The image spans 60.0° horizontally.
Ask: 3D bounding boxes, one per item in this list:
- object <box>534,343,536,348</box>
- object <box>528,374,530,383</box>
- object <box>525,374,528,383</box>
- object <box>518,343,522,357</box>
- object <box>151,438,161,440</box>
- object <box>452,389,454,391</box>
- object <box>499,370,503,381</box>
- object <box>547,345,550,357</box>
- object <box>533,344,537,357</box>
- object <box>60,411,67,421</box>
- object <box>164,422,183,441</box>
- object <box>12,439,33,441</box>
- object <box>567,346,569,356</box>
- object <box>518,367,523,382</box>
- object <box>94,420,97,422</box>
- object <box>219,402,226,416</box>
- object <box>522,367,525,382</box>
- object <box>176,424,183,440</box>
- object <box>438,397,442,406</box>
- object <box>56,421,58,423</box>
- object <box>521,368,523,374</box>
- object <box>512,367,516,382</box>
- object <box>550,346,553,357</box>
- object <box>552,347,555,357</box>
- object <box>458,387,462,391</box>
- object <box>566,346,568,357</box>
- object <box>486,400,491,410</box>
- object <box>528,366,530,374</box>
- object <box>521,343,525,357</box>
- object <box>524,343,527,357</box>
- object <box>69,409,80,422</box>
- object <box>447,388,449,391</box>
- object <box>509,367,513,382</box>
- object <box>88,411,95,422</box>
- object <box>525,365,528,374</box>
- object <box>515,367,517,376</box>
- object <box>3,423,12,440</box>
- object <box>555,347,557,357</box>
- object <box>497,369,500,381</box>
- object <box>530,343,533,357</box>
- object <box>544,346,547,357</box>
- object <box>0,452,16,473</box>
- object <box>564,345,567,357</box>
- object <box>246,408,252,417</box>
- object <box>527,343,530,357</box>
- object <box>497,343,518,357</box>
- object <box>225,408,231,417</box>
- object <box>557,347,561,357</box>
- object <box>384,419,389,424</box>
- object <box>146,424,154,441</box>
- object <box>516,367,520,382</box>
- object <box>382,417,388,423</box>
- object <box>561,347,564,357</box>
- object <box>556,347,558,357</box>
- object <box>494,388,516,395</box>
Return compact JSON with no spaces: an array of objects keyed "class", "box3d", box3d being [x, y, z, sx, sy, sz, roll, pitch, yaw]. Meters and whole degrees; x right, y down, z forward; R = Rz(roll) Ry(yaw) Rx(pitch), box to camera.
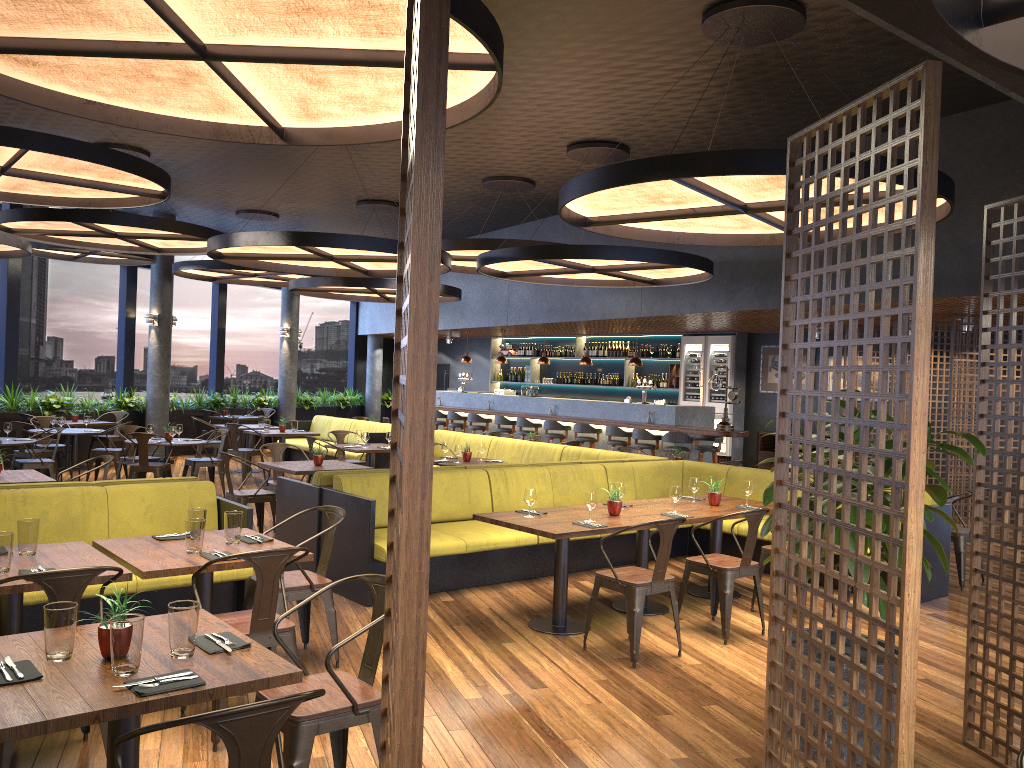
[{"class":"object","box3d":[0.513,-0.761,19.932,0.085,0.310,0.086,2,0,2]},{"class":"object","box3d":[0.415,-0.125,19.926,0.080,0.192,0.098,2,0,-39]},{"class":"object","box3d":[0.352,-0.128,20.004,0.080,0.192,0.098,2,0,-39]},{"class":"object","box3d":[0.189,-0.774,20.181,0.085,0.310,0.086,2,0,-6]},{"class":"object","box3d":[-4.745,0.721,11.710,0.255,0.019,0.157,2,0,29]},{"class":"object","box3d":[-1.336,0.132,19.998,0.042,0.059,0.042,2,1,-42]},{"class":"object","box3d":[-0.254,-0.200,20.831,0.079,0.281,0.079,2,0,-35]},{"class":"object","box3d":[0.805,-0.717,19.425,0.063,0.254,0.063,2,0,-21]},{"class":"object","box3d":[0.516,-0.741,19.784,0.083,0.301,0.083,2,0,-32]},{"class":"object","box3d":[-7.281,0.524,14.377,0.102,0.178,0.102,2,0,33]},{"class":"object","box3d":[-4.459,0.603,11.547,0.260,0.271,0.238,2,0,0]},{"class":"object","box3d":[-6.007,0.679,10.836,0.255,0.019,0.157,2,1,-41]},{"class":"object","box3d":[1.218,-0.699,19.087,0.063,0.254,0.063,2,0,-11]},{"class":"object","box3d":[0.196,-0.210,20.184,0.094,0.340,0.094,2,0,1]},{"class":"object","box3d":[-6.978,0.612,14.789,0.255,0.019,0.157,2,0,27]},{"class":"object","box3d":[-5.845,0.507,17.990,0.260,0.271,0.238,2,0,-38]},{"class":"object","box3d":[0.290,-0.207,20.232,0.094,0.340,0.094,2,0,-17]},{"class":"object","box3d":[-4.408,0.639,11.744,0.097,0.206,0.097,2,0,23]},{"class":"object","box3d":[-1.559,0.358,19.032,0.114,0.203,0.069,2,0,9]},{"class":"object","box3d":[-7.311,0.604,14.213,0.255,0.019,0.157,2,0,27]},{"class":"object","box3d":[0.214,-0.211,20.311,0.094,0.340,0.094,2,0,-30]},{"class":"object","box3d":[0.054,-0.217,20.341,0.094,0.340,0.094,2,0,-25]},{"class":"object","box3d":[0.869,-0.715,19.521,0.063,0.254,0.063,2,0,-1]},{"class":"object","box3d":[0.911,-0.693,19.272,0.068,0.217,0.068,2,1,41]},{"class":"object","box3d":[-0.963,0.120,20.358,0.766,0.106,0.200,2,0,-39]},{"class":"object","box3d":[1.184,-0.700,19.169,0.063,0.254,0.063,2,0,-31]},{"class":"object","box3d":[-0.455,0.409,17.692,0.114,0.203,0.069,2,0,12]},{"class":"object","box3d":[0.422,-0.318,19.924,0.080,0.192,0.098,2,0,-39]},{"class":"object","box3d":[0.245,-0.772,20.107,0.085,0.310,0.086,2,0,-12]},{"class":"object","box3d":[0.321,-0.769,20.163,0.085,0.310,0.086,2,0,-28]},{"class":"object","box3d":[-7.147,0.482,14.531,0.260,0.271,0.238,2,0,-23]},{"class":"object","box3d":[-1.442,0.128,19.905,0.042,0.059,0.042,2,1,-42]},{"class":"object","box3d":[-0.018,-0.220,20.409,0.094,0.340,0.094,2,0,-17]},{"class":"object","box3d":[-6.932,0.535,14.619,0.102,0.178,0.102,3,1,43]},{"class":"object","box3d":[0.360,-0.320,20.004,0.080,0.192,0.098,2,0,-39]},{"class":"object","box3d":[0.076,-0.217,20.456,0.094,0.340,0.094,2,0,-33]},{"class":"object","box3d":[-6.176,0.578,10.861,0.097,0.206,0.097,2,1,41]},{"class":"object","box3d":[0.958,-0.692,19.404,0.068,0.217,0.068,2,0,-34]},{"class":"object","box3d":[-0.314,-0.203,20.899,0.079,0.281,0.079,2,0,-20]},{"class":"object","box3d":[0.440,-0.763,19.872,0.085,0.310,0.086,2,0,-6]},{"class":"object","box3d":[0.742,-0.720,19.533,0.063,0.254,0.063,2,0,23]},{"class":"object","box3d":[-4.308,0.637,7.392,0.260,0.271,0.238,2,0,0]},{"class":"object","box3d":[1.142,-0.701,19.040,0.063,0.254,0.063,2,0,9]},{"class":"object","box3d":[-5.332,0.573,17.971,0.102,0.178,0.102,3,1,43]},{"class":"object","box3d":[0.376,-0.766,19.953,0.085,0.310,0.086,2,0,-20]},{"class":"object","box3d":[-0.103,-0.792,20.647,0.229,0.319,0.579,2,0,-39]},{"class":"object","box3d":[-5.680,0.562,17.729,0.102,0.178,0.102,2,0,33]},{"class":"object","box3d":[1.024,-0.692,19.179,0.088,0.224,0.088,2,1,-44]},{"class":"object","box3d":[-2.233,0.705,15.764,0.102,0.178,0.102,2,0,37]},{"class":"object","box3d":[-4.705,0.629,11.539,0.097,0.206,0.097,2,0,2]},{"class":"object","box3d":[0.151,-0.213,20.386,0.094,0.340,0.094,2,0,-17]},{"class":"object","box3d":[-2.315,0.699,16.180,0.102,0.178,0.102,2,0,-3]},{"class":"object","box3d":[1.112,-0.689,19.239,0.088,0.224,0.088,2,1,-44]},{"class":"object","box3d":[0.989,-0.691,19.324,0.068,0.217,0.068,2,0,-19]},{"class":"object","box3d":[-0.236,0.382,20.500,0.550,0.569,0.355,2,0,-39]}]
